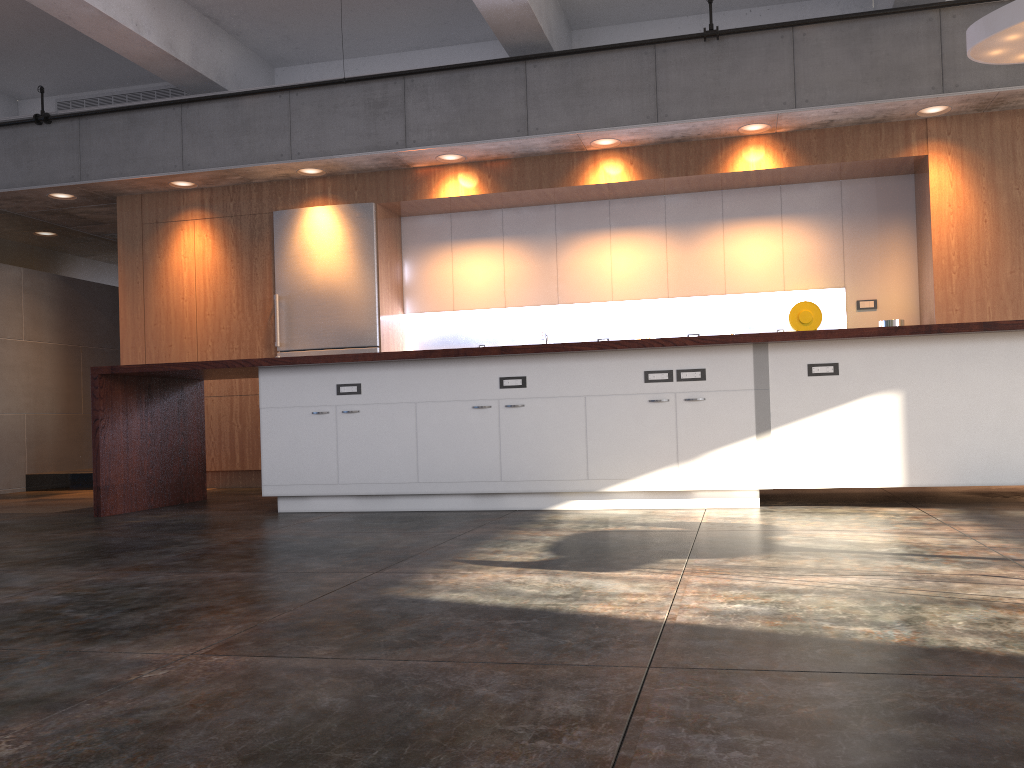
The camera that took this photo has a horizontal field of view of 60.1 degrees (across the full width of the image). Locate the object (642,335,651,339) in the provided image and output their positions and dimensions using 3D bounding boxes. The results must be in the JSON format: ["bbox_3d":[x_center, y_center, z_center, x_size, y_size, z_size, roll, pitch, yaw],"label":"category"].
[{"bbox_3d":[-4.536,0.489,10.438,12.988,1.214,0.964,-3,-2,23],"label":"object"}]

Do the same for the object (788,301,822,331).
[{"bbox_3d":[2.400,-0.483,7.227,0.272,0.381,0.100,-2,-1,13],"label":"object"}]

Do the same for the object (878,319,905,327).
[{"bbox_3d":[2.984,-0.412,6.961,0.194,0.170,0.187,-1,-2,-28],"label":"object"}]

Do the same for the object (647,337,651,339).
[{"bbox_3d":[1.170,-0.367,7.516,0.051,0.060,0.058,-3,-2,37],"label":"object"}]

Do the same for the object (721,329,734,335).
[{"bbox_3d":[1.858,-0.371,7.615,0.143,0.209,0.060,-2,-1,13],"label":"object"}]

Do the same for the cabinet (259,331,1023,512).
[{"bbox_3d":[1.272,0.265,5.372,5.598,0.930,0.931,-2,-2,12],"label":"cabinet"}]

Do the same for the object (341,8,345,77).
[{"bbox_3d":[1.156,-0.327,7.548,0.052,0.053,0.062,-1,-2,-39],"label":"object"}]

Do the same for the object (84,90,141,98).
[{"bbox_3d":[-1.713,-1.561,8.289,5.897,2.866,0.059,-2,-1,14],"label":"object"}]

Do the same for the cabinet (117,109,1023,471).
[{"bbox_3d":[0.600,-0.589,8.467,8.035,2.561,2.401,-2,-2,12],"label":"cabinet"}]

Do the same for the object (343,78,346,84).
[{"bbox_3d":[1.208,-0.325,7.574,0.061,0.053,0.052,-2,-2,20],"label":"object"}]

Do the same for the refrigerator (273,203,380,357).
[{"bbox_3d":[-1.603,-0.446,7.769,0.949,2.190,0.221,-2,-1,10],"label":"refrigerator"}]

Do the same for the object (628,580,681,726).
[{"bbox_3d":[-1.989,1.035,7.070,26.960,0.001,19.932,-2,-2,13],"label":"object"}]

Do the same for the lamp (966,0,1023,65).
[{"bbox_3d":[3.310,-2.083,5.166,1.099,0.130,0.990,-1,-3,-30],"label":"lamp"}]

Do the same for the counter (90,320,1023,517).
[{"bbox_3d":[0.682,0.260,5.512,6.597,0.971,1.152,-2,-2,12],"label":"counter"}]
